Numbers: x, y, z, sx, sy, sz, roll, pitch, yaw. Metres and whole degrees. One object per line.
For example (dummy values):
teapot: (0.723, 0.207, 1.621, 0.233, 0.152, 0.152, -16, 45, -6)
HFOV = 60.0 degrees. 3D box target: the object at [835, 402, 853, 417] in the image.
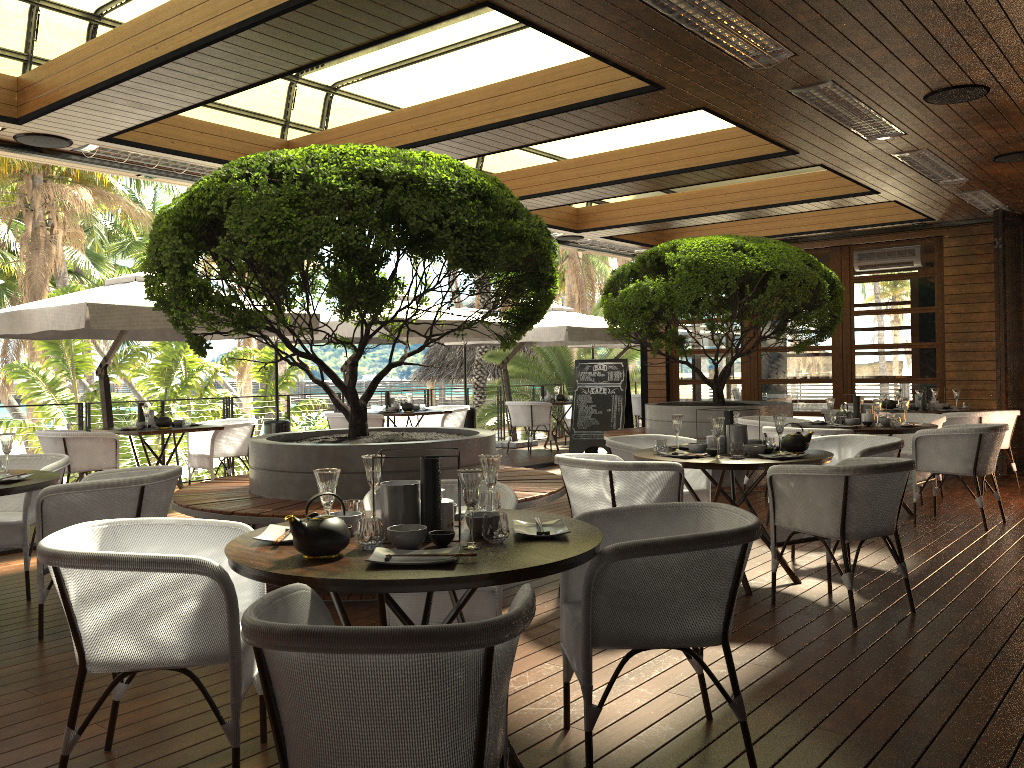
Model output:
object: (2.963, 0.252, 7.902, 0.163, 0.179, 0.168, -1, 0, -41)

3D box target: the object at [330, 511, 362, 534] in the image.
object: (-0.541, 0.451, 2.859, 0.116, 0.065, 0.116, -1, 1, 18)

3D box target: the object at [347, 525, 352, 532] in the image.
object: (-0.537, 0.464, 2.757, 0.080, 0.042, 0.080, -1, 1, -4)

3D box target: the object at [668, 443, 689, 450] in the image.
object: (1.071, 0.399, 5.620, 0.295, 0.025, 0.170, -2, 1, -34)

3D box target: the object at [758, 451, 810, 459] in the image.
object: (1.543, 0.402, 4.973, 0.295, 0.025, 0.170, -2, 1, -34)

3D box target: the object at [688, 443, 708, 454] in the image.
object: (1.100, 0.384, 5.245, 0.116, 0.065, 0.116, -1, 1, -31)

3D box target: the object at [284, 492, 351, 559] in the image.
object: (-0.546, 0.399, 2.529, 0.168, 0.179, 0.163, -1, 0, 0)

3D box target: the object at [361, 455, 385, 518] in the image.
object: (-0.481, 0.362, 3.085, 0.082, 0.227, 0.082, -1, 0, -9)

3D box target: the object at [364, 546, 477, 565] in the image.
object: (-0.242, 0.474, 2.425, 0.294, 0.025, 0.170, -1, 1, 2)

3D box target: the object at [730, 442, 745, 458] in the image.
object: (1.273, 0.375, 5.009, 0.086, 0.086, 0.086, -1, 0, 11)

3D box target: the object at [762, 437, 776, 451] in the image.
object: (1.537, 0.365, 5.309, 0.086, 0.086, 0.086, -1, 0, 16)

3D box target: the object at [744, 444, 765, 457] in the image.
object: (1.390, 0.383, 5.075, 0.116, 0.065, 0.116, -1, 1, -8)

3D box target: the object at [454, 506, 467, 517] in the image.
object: (-0.313, 0.462, 3.174, 0.294, 0.025, 0.170, -1, 1, 2)

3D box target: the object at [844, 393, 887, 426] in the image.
object: (2.996, 0.216, 7.518, 0.263, 0.264, 0.263, -1, 1, 42)

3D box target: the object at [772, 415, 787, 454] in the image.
object: (1.561, 0.294, 5.167, 0.082, 0.227, 0.082, -1, 0, -33)

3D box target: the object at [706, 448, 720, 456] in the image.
object: (1.166, 0.397, 5.137, 0.080, 0.042, 0.080, -1, 1, 0)

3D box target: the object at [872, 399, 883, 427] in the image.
object: (2.978, 0.237, 7.217, 0.082, 0.227, 0.082, -1, 0, 43)

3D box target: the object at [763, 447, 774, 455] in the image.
object: (1.476, 0.392, 5.132, 0.080, 0.042, 0.080, -1, 1, -13)

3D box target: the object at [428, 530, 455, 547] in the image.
object: (-0.208, 0.461, 2.631, 0.080, 0.042, 0.080, -1, 1, 31)

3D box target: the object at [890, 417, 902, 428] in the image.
object: (3.085, 0.310, 7.126, 0.086, 0.086, 0.086, -1, 0, 7)

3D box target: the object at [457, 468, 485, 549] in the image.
object: (-0.119, 0.365, 2.598, 0.082, 0.227, 0.082, -1, 0, -9)

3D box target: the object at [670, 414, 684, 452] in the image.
object: (1.005, 0.300, 5.393, 0.082, 0.227, 0.082, -1, 0, -33)

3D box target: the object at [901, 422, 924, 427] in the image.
object: (3.260, 0.335, 7.281, 0.295, 0.025, 0.170, -2, 1, -43)

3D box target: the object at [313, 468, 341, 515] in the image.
object: (-0.554, 0.371, 2.664, 0.082, 0.227, 0.082, -1, 0, -14)

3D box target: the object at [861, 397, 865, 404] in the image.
object: (3.067, 0.225, 7.811, 0.082, 0.227, 0.082, -1, 0, 31)

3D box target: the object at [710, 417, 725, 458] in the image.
object: (1.164, 0.303, 5.011, 0.082, 0.227, 0.082, -1, 0, -40)

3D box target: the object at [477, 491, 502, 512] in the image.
object: (-0.081, 0.428, 3.161, 0.086, 0.086, 0.086, -1, 1, -42)

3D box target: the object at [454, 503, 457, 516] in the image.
object: (-0.245, 0.444, 3.018, 0.116, 0.065, 0.116, -1, 1, 6)

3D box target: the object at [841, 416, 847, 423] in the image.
object: (2.841, 0.315, 7.690, 0.116, 0.065, 0.116, -1, 1, -39)

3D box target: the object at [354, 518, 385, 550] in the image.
object: (-0.418, 0.442, 2.611, 0.086, 0.086, 0.086, -1, 1, -42)

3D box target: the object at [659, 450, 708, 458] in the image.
object: (1.003, 0.408, 5.106, 0.170, 0.025, 0.294, -1, 1, -29)

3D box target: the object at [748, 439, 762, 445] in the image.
object: (1.498, 0.375, 5.417, 0.116, 0.065, 0.116, -1, 1, -31)

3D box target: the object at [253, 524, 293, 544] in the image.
object: (-0.707, 0.475, 2.782, 0.170, 0.025, 0.294, -1, 1, -3)

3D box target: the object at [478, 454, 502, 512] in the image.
object: (-0.072, 0.357, 3.022, 0.082, 0.227, 0.082, -1, 0, -14)

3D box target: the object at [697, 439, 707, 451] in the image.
object: (1.205, 0.379, 5.492, 0.116, 0.065, 0.116, -1, 1, -8)

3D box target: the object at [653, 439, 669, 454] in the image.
object: (0.892, 0.376, 5.311, 0.086, 0.086, 0.086, -1, 0, 16)

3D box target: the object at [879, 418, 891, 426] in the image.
object: (3.101, 0.317, 7.343, 0.116, 0.065, 0.116, -1, 1, -39)

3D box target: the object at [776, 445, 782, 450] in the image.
object: (1.606, 0.391, 5.557, 0.170, 0.025, 0.294, -1, 1, -29)

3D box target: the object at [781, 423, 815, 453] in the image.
object: (1.673, 0.318, 5.244, 0.163, 0.179, 0.168, -1, 0, -31)

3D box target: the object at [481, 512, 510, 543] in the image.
object: (-0.050, 0.435, 2.678, 0.086, 0.086, 0.086, -1, 0, 2)

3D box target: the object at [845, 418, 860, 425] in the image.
object: (2.837, 0.320, 7.387, 0.116, 0.065, 0.116, -1, 1, -27)

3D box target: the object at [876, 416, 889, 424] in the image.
object: (3.198, 0.310, 7.665, 0.116, 0.065, 0.116, -1, 1, -27)

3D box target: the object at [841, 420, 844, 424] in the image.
object: (2.801, 0.329, 7.590, 0.080, 0.042, 0.080, -1, 1, 16)

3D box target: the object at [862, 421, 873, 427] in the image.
object: (2.933, 0.331, 7.314, 0.080, 0.042, 0.080, -1, 1, 4)

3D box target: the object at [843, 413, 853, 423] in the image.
object: (2.936, 0.302, 7.753, 0.086, 0.086, 0.086, -1, 0, 7)

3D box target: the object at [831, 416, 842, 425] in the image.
object: (2.722, 0.310, 7.445, 0.086, 0.086, 0.086, -1, 0, 2)

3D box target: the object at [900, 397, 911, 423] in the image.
object: (3.312, 0.227, 7.462, 0.082, 0.227, 0.082, -1, 0, -42)

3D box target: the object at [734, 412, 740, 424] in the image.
object: (1.391, 0.290, 5.573, 0.082, 0.227, 0.082, -1, 0, -40)

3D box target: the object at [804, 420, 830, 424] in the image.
object: (2.680, 0.337, 7.761, 0.295, 0.025, 0.170, -2, 1, -43)

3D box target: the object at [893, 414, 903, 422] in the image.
object: (3.290, 0.299, 7.567, 0.086, 0.086, 0.086, -1, 0, 2)

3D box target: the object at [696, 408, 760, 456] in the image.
object: (1.292, 0.281, 5.305, 0.263, 0.264, 0.263, -1, 0, -34)

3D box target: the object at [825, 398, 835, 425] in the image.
object: (2.712, 0.235, 7.551, 0.082, 0.227, 0.082, -1, 0, -42)

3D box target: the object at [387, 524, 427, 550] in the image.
object: (-0.306, 0.452, 2.589, 0.116, 0.065, 0.116, -1, 1, 6)
